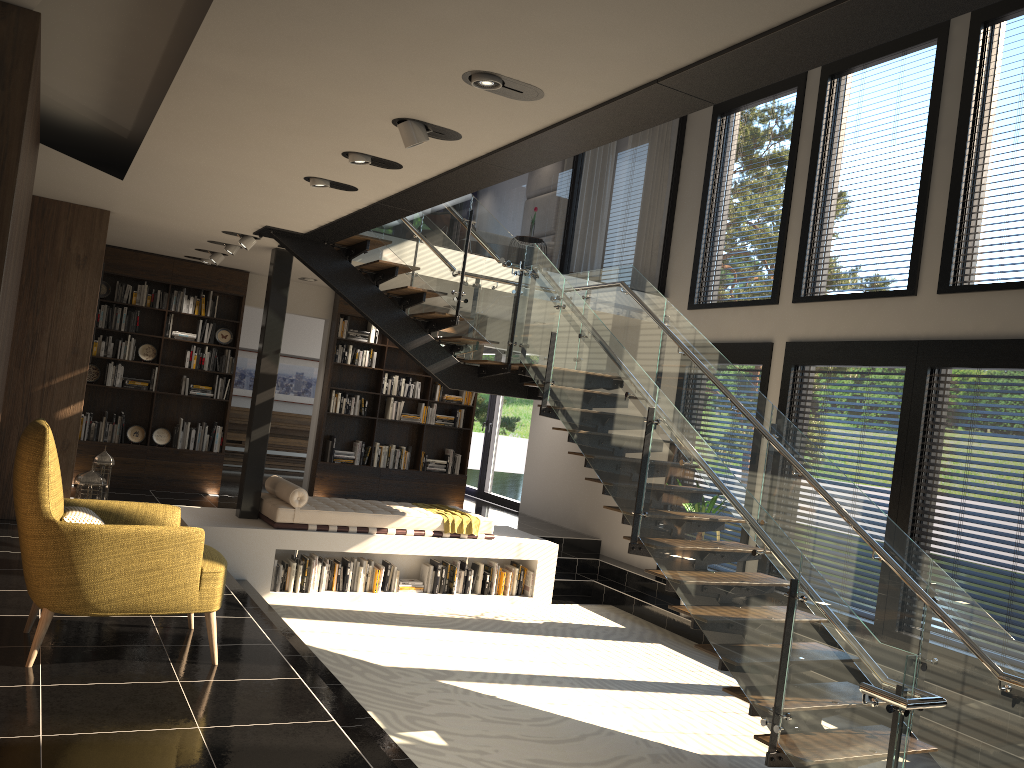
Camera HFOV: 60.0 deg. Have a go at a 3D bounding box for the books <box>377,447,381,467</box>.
[{"bbox_3d":[-1.760,0.944,11.533,0.030,0.262,0.173,8,-1,-28],"label":"books"}]

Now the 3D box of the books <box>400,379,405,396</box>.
[{"bbox_3d":[-1.459,0.045,11.653,0.028,0.231,0.167,8,-1,-28],"label":"books"}]

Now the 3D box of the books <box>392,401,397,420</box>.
[{"bbox_3d":[-1.563,0.343,11.620,0.030,0.245,0.166,8,-1,-28],"label":"books"}]

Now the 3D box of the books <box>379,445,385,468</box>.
[{"bbox_3d":[-1.708,0.944,11.553,0.030,0.276,0.160,8,-1,-28],"label":"books"}]

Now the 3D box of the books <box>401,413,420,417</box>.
[{"bbox_3d":[-1.369,0.408,11.733,0.274,0.025,0.156,8,-2,-25],"label":"books"}]

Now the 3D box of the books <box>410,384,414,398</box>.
[{"bbox_3d":[-1.355,0.087,11.721,0.027,0.179,0.164,8,-2,-28],"label":"books"}]

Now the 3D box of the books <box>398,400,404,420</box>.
[{"bbox_3d":[-1.491,0.346,11.665,0.067,0.261,0.159,8,-1,-28],"label":"books"}]

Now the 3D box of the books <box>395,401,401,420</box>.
[{"bbox_3d":[-1.522,0.349,11.613,0.036,0.244,0.194,8,-2,-28],"label":"books"}]

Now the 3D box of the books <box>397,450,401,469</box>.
[{"bbox_3d":[-1.514,0.987,11.672,0.029,0.250,0.142,8,-1,-28],"label":"books"}]

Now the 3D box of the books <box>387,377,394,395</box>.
[{"bbox_3d":[-1.600,0.026,11.582,0.027,0.228,0.208,8,-2,-28],"label":"books"}]

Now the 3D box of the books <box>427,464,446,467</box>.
[{"bbox_3d":[-1.046,1.088,11.931,0.263,0.024,0.167,9,-2,-33],"label":"books"}]

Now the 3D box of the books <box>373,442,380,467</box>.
[{"bbox_3d":[-1.780,0.915,11.509,0.035,0.312,0.160,8,-1,-28],"label":"books"}]

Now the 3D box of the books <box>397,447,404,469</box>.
[{"bbox_3d":[-1.484,0.976,11.681,0.028,0.280,0.154,8,-1,-28],"label":"books"}]

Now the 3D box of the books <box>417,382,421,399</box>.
[{"bbox_3d":[-1.262,0.081,11.792,0.046,0.219,0.145,8,-1,-28],"label":"books"}]

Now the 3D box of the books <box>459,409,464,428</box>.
[{"bbox_3d":[-0.712,0.465,12.065,0.026,0.251,0.178,8,-1,-28],"label":"books"}]

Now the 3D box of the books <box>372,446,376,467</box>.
[{"bbox_3d":[-1.826,0.934,11.525,0.026,0.263,0.156,8,-1,-28],"label":"books"}]

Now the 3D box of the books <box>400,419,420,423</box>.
[{"bbox_3d":[-1.379,0.482,11.732,0.274,0.025,0.156,9,-2,-31],"label":"books"}]

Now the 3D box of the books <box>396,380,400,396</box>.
[{"bbox_3d":[-1.521,0.049,11.650,0.021,0.206,0.147,8,-1,-28],"label":"books"}]

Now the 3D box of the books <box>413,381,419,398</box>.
[{"bbox_3d":[-1.292,0.076,11.774,0.024,0.220,0.148,8,-1,-28],"label":"books"}]

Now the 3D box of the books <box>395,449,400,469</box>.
[{"bbox_3d":[-1.540,0.980,11.656,0.034,0.255,0.194,8,-1,-28],"label":"books"}]

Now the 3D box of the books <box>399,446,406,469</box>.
[{"bbox_3d":[-1.463,0.972,11.699,0.025,0.294,0.177,8,-1,-28],"label":"books"}]

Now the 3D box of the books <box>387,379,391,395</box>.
[{"bbox_3d":[-1.628,0.037,11.576,0.024,0.197,0.174,8,-2,-28],"label":"books"}]

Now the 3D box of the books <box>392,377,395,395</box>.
[{"bbox_3d":[-1.580,0.023,11.602,0.027,0.239,0.153,8,-1,-28],"label":"books"}]

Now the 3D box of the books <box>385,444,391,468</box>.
[{"bbox_3d":[-1.640,0.944,11.612,0.032,0.298,0.169,8,-1,-28],"label":"books"}]

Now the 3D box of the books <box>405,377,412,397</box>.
[{"bbox_3d":[-1.378,0.041,11.713,0.032,0.265,0.149,8,-1,-28],"label":"books"}]

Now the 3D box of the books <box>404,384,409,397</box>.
[{"bbox_3d":[-1.423,0.081,11.701,0.047,0.171,0.167,8,-2,-28],"label":"books"}]

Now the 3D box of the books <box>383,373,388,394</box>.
[{"bbox_3d":[-1.677,-0.007,11.563,0.031,0.272,0.158,8,-1,-28],"label":"books"}]

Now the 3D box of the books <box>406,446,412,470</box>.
[{"bbox_3d":[-1.381,0.978,11.762,0.022,0.307,0.131,8,-1,-28],"label":"books"}]

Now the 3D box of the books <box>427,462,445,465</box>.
[{"bbox_3d":[-1.048,1.064,11.942,0.251,0.026,0.148,9,-2,-32],"label":"books"}]

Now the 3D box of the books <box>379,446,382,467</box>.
[{"bbox_3d":[-1.744,0.940,11.562,0.025,0.274,0.150,8,-1,-28],"label":"books"}]

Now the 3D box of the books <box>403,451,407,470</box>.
[{"bbox_3d":[-1.437,0.998,11.699,0.028,0.250,0.161,8,-1,-28],"label":"books"}]

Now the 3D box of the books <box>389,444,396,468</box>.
[{"bbox_3d":[-1.588,0.948,11.635,0.032,0.305,0.155,8,-1,-28],"label":"books"}]

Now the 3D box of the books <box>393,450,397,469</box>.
[{"bbox_3d":[-1.562,0.981,11.636,0.023,0.246,0.148,8,-1,-28],"label":"books"}]

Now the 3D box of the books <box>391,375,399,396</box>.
[{"bbox_3d":[-1.552,0.018,11.610,0.028,0.258,0.208,8,-2,-28],"label":"books"}]

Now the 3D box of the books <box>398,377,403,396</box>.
[{"bbox_3d":[-1.490,0.034,11.650,0.030,0.244,0.142,8,-1,-28],"label":"books"}]

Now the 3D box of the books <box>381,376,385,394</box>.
[{"bbox_3d":[-1.708,0.011,11.550,0.031,0.228,0.176,8,-1,-28],"label":"books"}]

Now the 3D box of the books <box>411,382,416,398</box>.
[{"bbox_3d":[-1.325,0.078,11.778,0.030,0.208,0.119,8,-1,-28],"label":"books"}]

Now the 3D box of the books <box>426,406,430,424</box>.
[{"bbox_3d":[-1.154,0.410,11.857,0.025,0.232,0.156,8,-1,-28],"label":"books"}]

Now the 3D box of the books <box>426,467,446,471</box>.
[{"bbox_3d":[-1.054,1.141,11.932,0.286,0.030,0.176,9,-2,-30],"label":"books"}]

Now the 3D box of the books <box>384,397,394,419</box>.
[{"bbox_3d":[-1.609,0.317,11.598,0.031,0.284,0.176,8,-1,-28],"label":"books"}]

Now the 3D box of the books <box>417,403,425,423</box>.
[{"bbox_3d":[-1.222,0.385,11.813,0.026,0.263,0.156,8,-1,-28],"label":"books"}]

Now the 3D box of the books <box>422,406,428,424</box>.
[{"bbox_3d":[-1.202,0.404,11.836,0.037,0.232,0.231,8,-2,-28],"label":"books"}]

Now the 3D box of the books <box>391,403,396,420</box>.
[{"bbox_3d":[-1.572,0.354,11.579,0.024,0.218,0.195,8,-2,-28],"label":"books"}]

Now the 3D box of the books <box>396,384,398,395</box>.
[{"bbox_3d":[-1.542,0.049,11.641,0.026,0.201,0.146,8,-1,-28],"label":"books"}]

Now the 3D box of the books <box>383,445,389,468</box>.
[{"bbox_3d":[-1.669,0.948,11.598,0.031,0.280,0.141,8,-1,-28],"label":"books"}]

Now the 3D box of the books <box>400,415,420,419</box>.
[{"bbox_3d":[-1.370,0.432,11.729,0.261,0.024,0.167,9,-2,-31],"label":"books"}]

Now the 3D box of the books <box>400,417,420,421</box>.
[{"bbox_3d":[-1.375,0.457,11.731,0.275,0.025,0.156,9,-2,-32],"label":"books"}]

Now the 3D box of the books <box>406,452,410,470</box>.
[{"bbox_3d":[-1.402,1.015,11.741,0.026,0.227,0.129,8,-1,-28],"label":"books"}]

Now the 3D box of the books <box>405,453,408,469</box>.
[{"bbox_3d":[-1.425,1.015,11.729,0.026,0.221,0.145,8,-1,-28],"label":"books"}]

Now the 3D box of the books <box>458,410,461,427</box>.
[{"bbox_3d":[-0.744,0.464,12.072,0.023,0.246,0.147,8,-1,-28],"label":"books"}]

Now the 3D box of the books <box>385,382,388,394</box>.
[{"bbox_3d":[-1.658,0.051,11.576,0.027,0.162,0.125,8,-1,-28],"label":"books"}]

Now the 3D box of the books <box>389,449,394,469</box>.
[{"bbox_3d":[-1.607,0.970,11.604,0.025,0.255,0.202,8,-1,-28],"label":"books"}]

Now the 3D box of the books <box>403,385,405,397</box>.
[{"bbox_3d":[-1.451,0.075,11.683,0.021,0.176,0.161,8,-2,-28],"label":"books"}]

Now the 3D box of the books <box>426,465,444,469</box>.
[{"bbox_3d":[-1.055,1.113,11.942,0.250,0.026,0.148,9,-2,-32],"label":"books"}]

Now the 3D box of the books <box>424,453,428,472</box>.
[{"bbox_3d":[-1.178,1.042,11.842,0.027,0.238,0.159,8,-1,-28],"label":"books"}]

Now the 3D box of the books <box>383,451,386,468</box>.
[{"bbox_3d":[-1.693,0.978,11.576,0.025,0.214,0.170,8,-1,-28],"label":"books"}]

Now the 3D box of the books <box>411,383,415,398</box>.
[{"bbox_3d":[-1.337,0.086,11.742,0.024,0.187,0.148,8,-1,-28],"label":"books"}]
